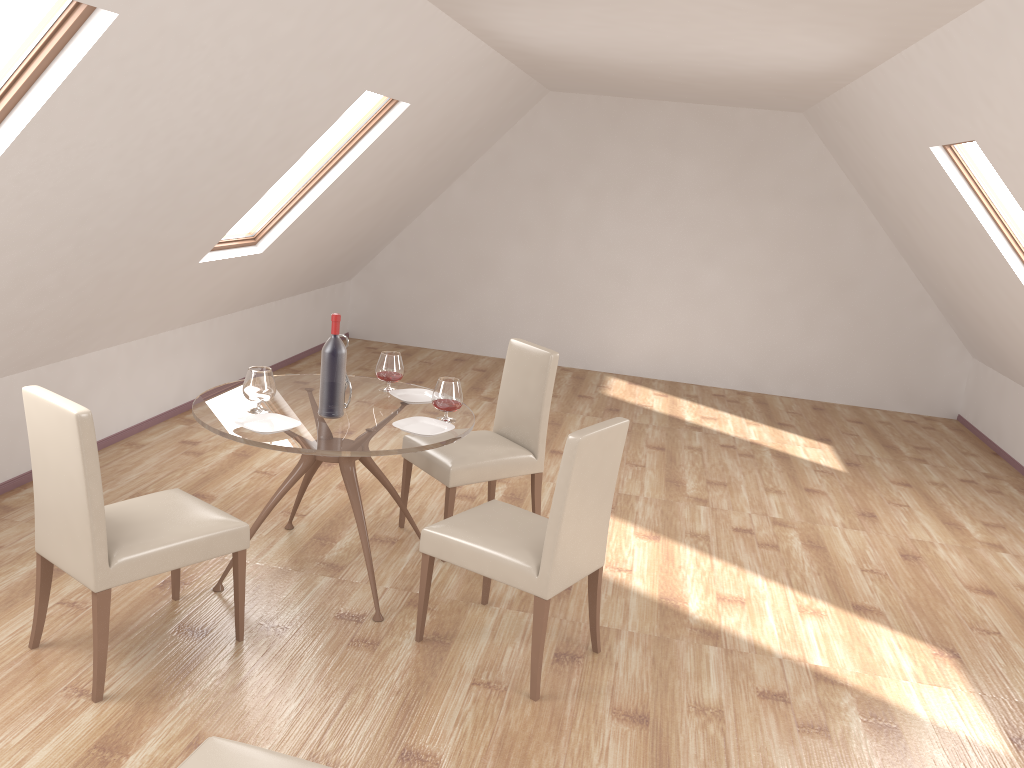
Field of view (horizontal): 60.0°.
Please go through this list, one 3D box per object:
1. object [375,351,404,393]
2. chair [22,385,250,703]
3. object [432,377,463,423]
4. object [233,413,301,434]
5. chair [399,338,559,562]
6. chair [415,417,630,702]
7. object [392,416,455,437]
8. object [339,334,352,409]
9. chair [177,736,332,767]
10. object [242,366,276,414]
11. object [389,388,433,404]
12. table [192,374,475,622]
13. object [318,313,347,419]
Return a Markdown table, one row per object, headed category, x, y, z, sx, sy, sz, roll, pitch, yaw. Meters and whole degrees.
| category | x | y | z | sx | sy | sz | roll | pitch | yaw |
| --- | --- | --- | --- | --- | --- | --- | --- | --- | --- |
| object | -0.581 | -0.059 | 4.218 | 0.136 | 0.183 | 0.136 | 3 | 14 | -12 |
| chair | -1.343 | 0.489 | 3.187 | 0.477 | 0.999 | 0.618 | 16 | 17 | 36 |
| object | -0.278 | 0.068 | 3.818 | 0.136 | 0.183 | 0.136 | 3 | 14 | -12 |
| object | -0.964 | 0.160 | 3.496 | 0.228 | 0.020 | 0.228 | 15 | 16 | 34 |
| chair | -0.166 | 0.298 | 4.473 | 0.618 | 0.999 | 0.477 | -4 | 17 | -35 |
| chair | 0.037 | 0.570 | 3.429 | 0.618 | 0.999 | 0.477 | 15 | 16 | 33 |
| object | -0.365 | 0.181 | 3.663 | 0.228 | 0.020 | 0.228 | 14 | 16 | 31 |
| object | -0.742 | -0.056 | 3.838 | 0.086 | 0.322 | 0.096 | -1 | 15 | -27 |
| chair | -0.633 | 1.142 | 2.051 | 0.506 | 0.394 | 0.506 | 9 | 14 | 13 |
| object | -1.048 | 0.024 | 3.679 | 0.136 | 0.183 | 0.136 | 15 | 16 | 35 |
| object | -0.445 | 0.061 | 4.126 | 0.228 | 0.020 | 0.228 | -4 | 16 | -34 |
| table | -0.797 | 0.473 | 3.964 | 1.198 | 0.770 | 1.198 | 13 | 15 | 29 |
| object | -0.740 | -0.076 | 3.676 | 0.109 | 0.435 | 0.109 | 7 | 14 | 5 |
